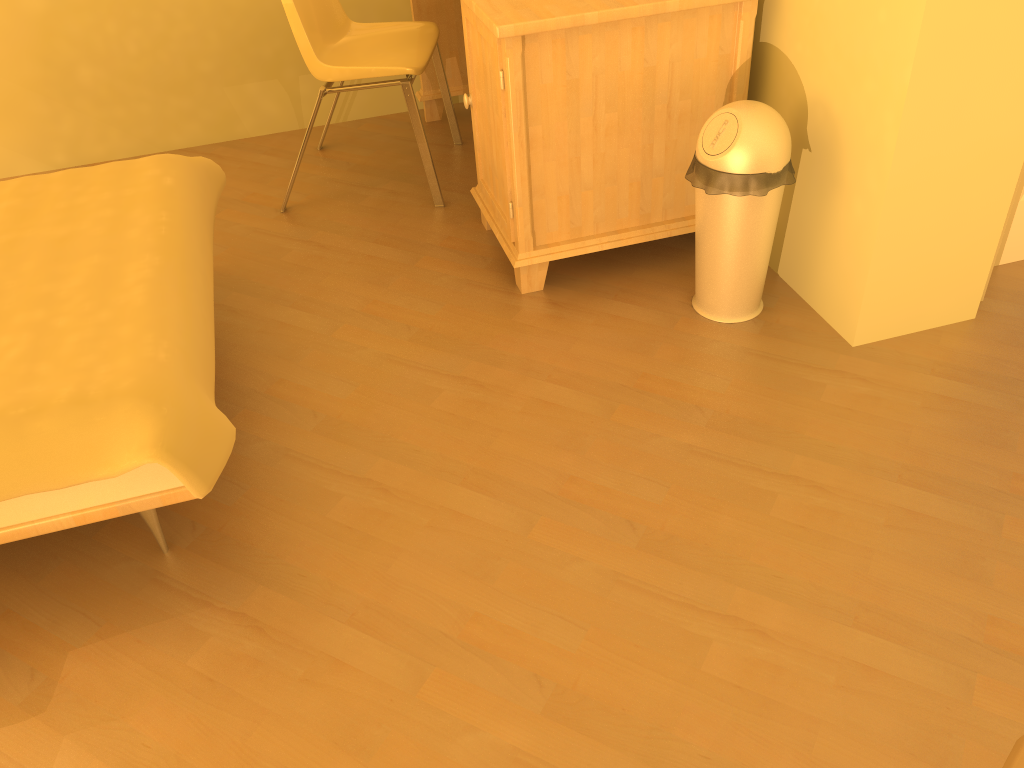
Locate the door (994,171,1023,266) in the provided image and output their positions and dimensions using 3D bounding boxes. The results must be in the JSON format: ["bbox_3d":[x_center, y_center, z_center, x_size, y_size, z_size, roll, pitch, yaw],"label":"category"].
[{"bbox_3d":[1.514,-1.159,1.814,0.884,2.033,0.098,-13,39,-10],"label":"door"}]

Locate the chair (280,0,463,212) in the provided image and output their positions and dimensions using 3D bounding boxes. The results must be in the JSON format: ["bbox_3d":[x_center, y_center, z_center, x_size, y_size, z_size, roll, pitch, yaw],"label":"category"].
[{"bbox_3d":[-0.496,-1.038,2.854,0.546,0.785,0.531,0,38,6],"label":"chair"}]

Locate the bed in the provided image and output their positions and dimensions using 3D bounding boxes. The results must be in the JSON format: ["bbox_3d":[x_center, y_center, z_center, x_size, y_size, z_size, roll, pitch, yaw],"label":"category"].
[{"bbox_3d":[-1.768,-0.064,1.659,2.378,0.894,1.286,-13,39,-10],"label":"bed"}]

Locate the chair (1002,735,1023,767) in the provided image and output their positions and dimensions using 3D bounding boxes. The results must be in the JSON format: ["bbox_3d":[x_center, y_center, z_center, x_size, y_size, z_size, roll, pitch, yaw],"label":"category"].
[{"bbox_3d":[0.572,0.602,0.845,0.364,0.551,0.348,-6,38,-1],"label":"chair"}]

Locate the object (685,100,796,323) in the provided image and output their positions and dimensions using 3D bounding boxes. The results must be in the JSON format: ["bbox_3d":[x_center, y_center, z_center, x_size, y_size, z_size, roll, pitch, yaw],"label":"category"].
[{"bbox_3d":[0.549,-0.421,2.162,0.255,0.535,0.248,9,40,17],"label":"object"}]

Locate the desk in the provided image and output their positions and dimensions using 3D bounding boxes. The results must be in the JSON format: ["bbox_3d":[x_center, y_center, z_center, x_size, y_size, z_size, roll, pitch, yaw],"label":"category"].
[{"bbox_3d":[0.120,-0.987,2.779,0.684,0.720,1.396,-13,39,-10],"label":"desk"}]
